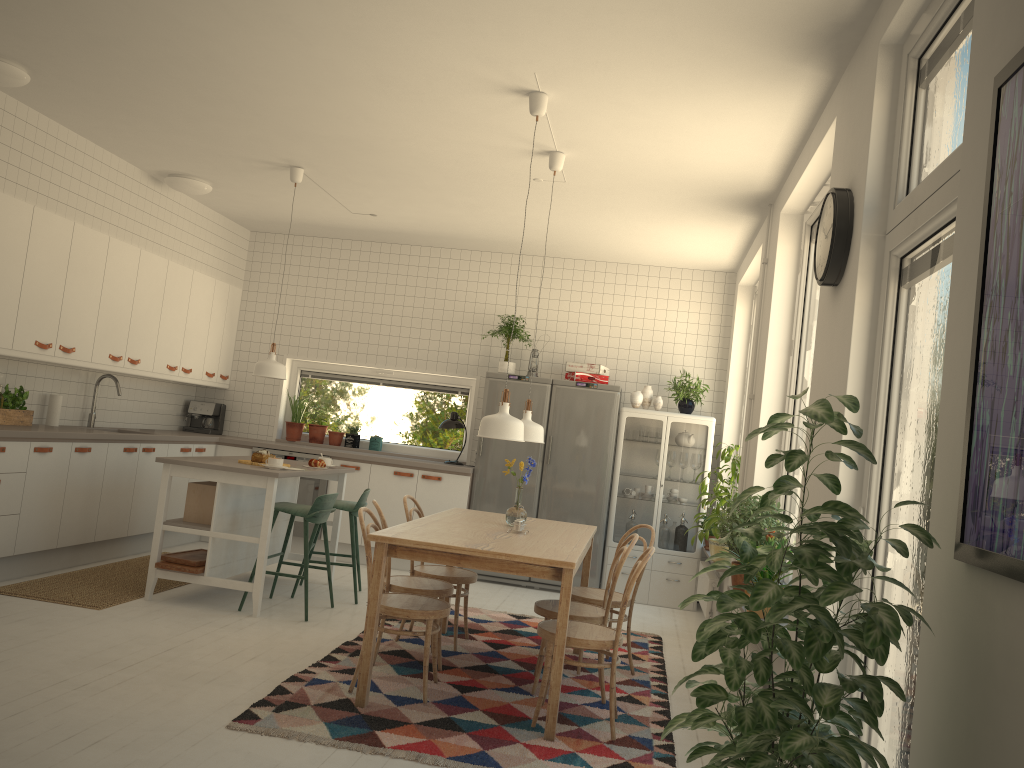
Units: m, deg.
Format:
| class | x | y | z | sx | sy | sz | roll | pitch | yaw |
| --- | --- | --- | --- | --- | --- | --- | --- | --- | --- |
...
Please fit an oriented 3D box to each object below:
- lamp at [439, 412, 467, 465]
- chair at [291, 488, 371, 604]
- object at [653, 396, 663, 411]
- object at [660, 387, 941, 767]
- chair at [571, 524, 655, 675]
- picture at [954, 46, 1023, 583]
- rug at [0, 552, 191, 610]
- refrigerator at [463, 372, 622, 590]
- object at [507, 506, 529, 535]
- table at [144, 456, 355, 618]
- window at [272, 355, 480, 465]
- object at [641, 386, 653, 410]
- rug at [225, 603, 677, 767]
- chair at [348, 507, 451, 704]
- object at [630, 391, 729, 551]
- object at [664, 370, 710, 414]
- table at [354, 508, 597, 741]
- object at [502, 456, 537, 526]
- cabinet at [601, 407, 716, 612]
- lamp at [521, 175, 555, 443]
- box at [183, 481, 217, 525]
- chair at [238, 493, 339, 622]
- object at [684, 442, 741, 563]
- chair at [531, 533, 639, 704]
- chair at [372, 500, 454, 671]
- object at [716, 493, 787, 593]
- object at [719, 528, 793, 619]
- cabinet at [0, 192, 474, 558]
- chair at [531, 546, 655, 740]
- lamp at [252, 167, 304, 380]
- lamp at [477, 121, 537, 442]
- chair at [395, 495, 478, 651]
| class | x | y | z | sx | sy | sz | roll | pitch | yaw |
| --- | --- | --- | --- | --- | --- | --- | --- | --- | --- |
| lamp | -0.539 | 0.478 | 7.901 | 0.239 | 0.466 | 0.262 | 4 | -5 | 37 |
| chair | -1.237 | 1.089 | 6.180 | 0.446 | 0.752 | 0.485 | 7 | -4 | -6 |
| object | 1.226 | 0.164 | 7.444 | 0.082 | 0.126 | 0.082 | 8 | -4 | -19 |
| object | 0.561 | 0.710 | 1.787 | 0.513 | 1.425 | 0.569 | 10 | -5 | -38 |
| chair | 0.524 | 1.184 | 5.005 | 0.483 | 0.811 | 0.385 | 8 | -4 | -19 |
| picture | 0.915 | -0.163 | 1.544 | 0.018 | 0.999 | 0.545 | 6 | -4 | 9 |
| rug | -2.545 | 1.306 | 6.030 | 0.750 | 0.004 | 1.999 | 6 | -3 | 9 |
| refrigerator | 0.274 | 0.854 | 7.651 | 1.146 | 1.779 | 0.559 | 6 | -4 | 9 |
| object | 0.039 | 0.691 | 4.534 | 0.095 | 0.138 | 0.154 | 6 | -4 | 9 |
| table | -1.720 | 0.967 | 5.996 | 0.794 | 0.865 | 1.423 | 6 | -3 | 9 |
| window | -1.249 | 0.245 | 8.336 | 1.898 | 0.816 | 0.293 | 6 | -4 | 9 |
| object | 1.143 | 0.118 | 7.524 | 0.102 | 0.206 | 0.102 | 7 | -4 | -7 |
| rug | -0.044 | 1.515 | 4.756 | 1.749 | 0.035 | 3.023 | 6 | -3 | 9 |
| chair | -0.525 | 1.011 | 4.159 | 0.483 | 0.811 | 0.385 | 6 | -4 | 6 |
| object | 1.331 | 0.687 | 7.178 | 0.943 | 1.208 | 0.261 | 5 | -4 | 24 |
| object | 1.482 | 0.071 | 7.534 | 0.371 | 0.385 | 0.372 | 5 | -4 | 27 |
| table | -0.092 | 1.125 | 4.569 | 0.894 | 0.749 | 1.796 | 6 | -3 | 9 |
| object | 0.042 | 0.583 | 4.840 | 0.144 | 0.389 | 0.206 | 9 | -4 | -29 |
| cabinet | 1.231 | 1.035 | 7.504 | 0.789 | 1.593 | 0.452 | 6 | -4 | 9 |
| lamp | 0.164 | -0.466 | 5.087 | 0.229 | 1.596 | 0.229 | 9 | -5 | -36 |
| box | -1.888 | 0.759 | 5.672 | 0.237 | 0.242 | 0.357 | 6 | -3 | 10 |
| chair | -1.361 | 1.040 | 5.576 | 0.446 | 0.752 | 0.485 | 6 | -4 | 8 |
| object | 1.471 | 0.831 | 6.208 | 0.485 | 0.842 | 0.615 | 7 | -4 | -12 |
| chair | 0.354 | 1.132 | 4.468 | 0.483 | 0.811 | 0.385 | 6 | -4 | 6 |
| chair | -0.544 | 1.038 | 4.669 | 0.483 | 0.811 | 0.385 | 7 | -4 | -9 |
| object | 1.289 | 0.872 | 4.821 | 0.383 | 0.561 | 0.394 | 6 | -4 | 7 |
| object | 1.184 | 0.893 | 4.215 | 0.417 | 0.425 | 0.486 | 6 | -4 | 16 |
| cabinet | -1.974 | 0.106 | 5.859 | 2.853 | 2.161 | 4.842 | 6 | -3 | 9 |
| chair | 0.355 | 1.103 | 3.962 | 0.483 | 0.811 | 0.385 | 6 | -4 | 11 |
| lamp | -1.559 | -0.780 | 6.063 | 0.229 | 1.491 | 0.229 | 6 | -4 | 9 |
| lamp | 0.040 | -0.530 | 4.240 | 0.230 | 1.596 | 0.229 | 3 | -5 | 43 |
| chair | -0.438 | 1.080 | 5.167 | 0.483 | 0.811 | 0.385 | 6 | -4 | 11 |
